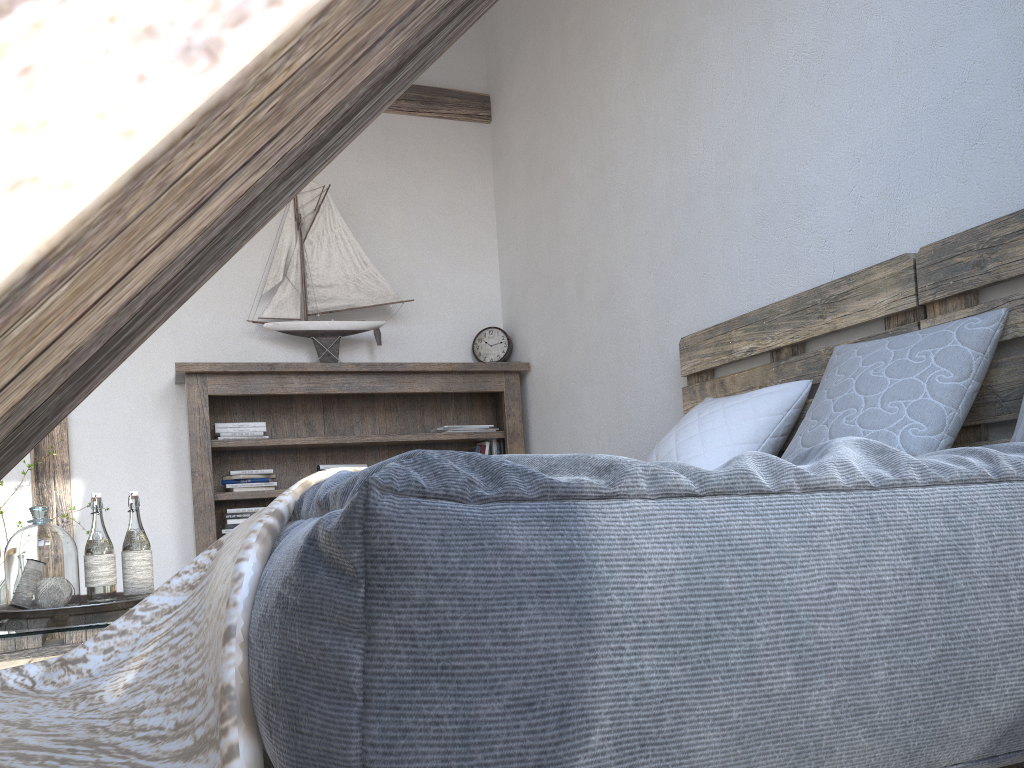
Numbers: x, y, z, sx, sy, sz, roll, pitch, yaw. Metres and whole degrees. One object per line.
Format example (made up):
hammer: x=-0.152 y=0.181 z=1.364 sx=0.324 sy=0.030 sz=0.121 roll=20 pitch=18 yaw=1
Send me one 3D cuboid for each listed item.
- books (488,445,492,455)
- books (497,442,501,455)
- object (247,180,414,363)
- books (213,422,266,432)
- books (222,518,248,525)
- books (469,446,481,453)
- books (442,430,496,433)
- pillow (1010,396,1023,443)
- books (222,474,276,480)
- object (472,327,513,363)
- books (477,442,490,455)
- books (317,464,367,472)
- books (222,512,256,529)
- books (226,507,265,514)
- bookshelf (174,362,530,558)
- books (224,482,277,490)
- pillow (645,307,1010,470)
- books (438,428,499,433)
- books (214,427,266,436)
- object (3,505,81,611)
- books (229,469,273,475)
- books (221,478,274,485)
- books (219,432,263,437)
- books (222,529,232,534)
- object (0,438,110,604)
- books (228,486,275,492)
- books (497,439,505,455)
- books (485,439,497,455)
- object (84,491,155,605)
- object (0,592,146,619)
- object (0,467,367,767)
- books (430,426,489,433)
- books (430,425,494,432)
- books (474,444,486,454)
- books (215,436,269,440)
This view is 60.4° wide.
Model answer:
books: x=-0.125 y=0.399 z=4.437 sx=0.018 sy=0.171 sz=0.118 roll=-3 pitch=-3 yaw=-22
books: x=-0.085 y=0.391 z=4.448 sx=0.020 sy=0.184 sz=0.140 roll=-3 pitch=-3 yaw=-22
object: x=-0.863 y=-0.559 z=4.170 sx=0.788 sy=0.987 sz=0.141 roll=-3 pitch=-1 yaw=-16
books: x=-1.243 y=0.196 z=4.013 sx=0.218 sy=0.021 sz=0.159 roll=-1 pitch=-9 yaw=-21
books: x=-1.186 y=0.618 z=3.976 sx=0.218 sy=0.021 sz=0.159 roll=0 pitch=-9 yaw=-26
books: x=-0.207 y=0.399 z=4.400 sx=0.081 sy=0.171 sz=0.132 roll=-3 pitch=-4 yaw=-21
books: x=-0.240 y=0.247 z=4.376 sx=0.257 sy=0.009 sz=0.207 roll=0 pitch=-9 yaw=-27
pillow: x=1.100 y=-0.096 z=1.261 sx=0.386 sy=0.396 sz=0.977 roll=-3 pitch=-7 yaw=-5
books: x=-1.196 y=0.425 z=4.008 sx=0.133 sy=0.021 sz=0.199 roll=-9 pitch=-10 yaw=34
object: x=-0.102 y=-0.189 z=4.524 sx=0.205 sy=0.208 sz=0.082 roll=-5 pitch=-2 yaw=15
books: x=-0.154 y=0.388 z=4.423 sx=0.050 sy=0.190 sz=0.140 roll=-3 pitch=-3 yaw=-22
books: x=-0.747 y=0.414 z=4.134 sx=0.261 sy=0.087 sz=0.223 roll=3 pitch=-10 yaw=-41
books: x=-1.041 y=0.658 z=4.052 sx=0.548 sy=0.151 sz=0.208 roll=-1 pitch=-6 yaw=-22
books: x=-1.193 y=0.570 z=3.969 sx=0.184 sy=0.018 sz=0.141 roll=-1 pitch=-9 yaw=-21
bookshelf: x=-0.694 y=0.512 z=4.164 sx=1.621 sy=1.169 sz=0.350 roll=-1 pitch=-2 yaw=-21
books: x=-1.192 y=0.464 z=4.010 sx=0.219 sy=0.017 sz=0.159 roll=-1 pitch=-9 yaw=-21
pillow: x=0.672 y=0.090 z=2.274 sx=0.350 sy=0.352 sz=1.142 roll=-2 pitch=-8 yaw=-22
books: x=-0.227 y=0.238 z=4.383 sx=0.257 sy=0.009 sz=0.207 roll=1 pitch=-9 yaw=-30
books: x=-1.239 y=0.217 z=4.006 sx=0.218 sy=0.021 sz=0.159 roll=-1 pitch=-9 yaw=-21
object: x=-1.111 y=0.410 z=2.078 sx=0.157 sy=0.246 sz=0.156 roll=-6 pitch=-4 yaw=37
books: x=-1.192 y=0.406 z=4.012 sx=0.184 sy=0.018 sz=0.141 roll=-1 pitch=-9 yaw=-21
books: x=-1.201 y=0.445 z=4.007 sx=0.208 sy=0.020 sz=0.148 roll=-3 pitch=-8 yaw=-6
books: x=-1.229 y=0.235 z=3.989 sx=0.184 sy=0.018 sz=0.141 roll=-1 pitch=-9 yaw=-21
books: x=-1.190 y=0.658 z=3.966 sx=0.219 sy=0.017 sz=0.159 roll=-1 pitch=-8 yaw=-16
object: x=-1.982 y=0.558 z=3.704 sx=0.514 sy=1.114 sz=0.277 roll=-2 pitch=-2 yaw=-35
books: x=-1.187 y=0.482 z=4.011 sx=0.184 sy=0.020 sz=0.141 roll=0 pitch=-9 yaw=-26
books: x=-0.063 y=0.382 z=4.448 sx=0.021 sy=0.199 sz=0.137 roll=-3 pitch=-3 yaw=-22
books: x=-0.103 y=0.383 z=4.440 sx=0.021 sy=0.200 sz=0.136 roll=-3 pitch=-3 yaw=-22
object: x=-0.958 y=0.397 z=2.138 sx=0.153 sy=0.266 sz=0.071 roll=-3 pitch=-2 yaw=-21
object: x=-1.017 y=0.517 z=2.064 sx=0.394 sy=0.021 sz=0.398 roll=-3 pitch=-8 yaw=-2
object: x=-0.452 y=0.341 z=0.843 sx=1.010 sy=0.471 sz=0.817 roll=-5 pitch=-6 yaw=8
books: x=-0.263 y=0.231 z=4.377 sx=0.257 sy=0.009 sz=0.207 roll=-2 pitch=-8 yaw=-15
books: x=-0.250 y=0.221 z=4.378 sx=0.257 sy=0.009 sz=0.207 roll=0 pitch=-9 yaw=-25
books: x=-0.176 y=0.396 z=4.409 sx=0.059 sy=0.175 sz=0.141 roll=-3 pitch=-4 yaw=-23
books: x=-1.235 y=0.255 z=4.007 sx=0.219 sy=0.017 sz=0.159 roll=0 pitch=-9 yaw=-26
